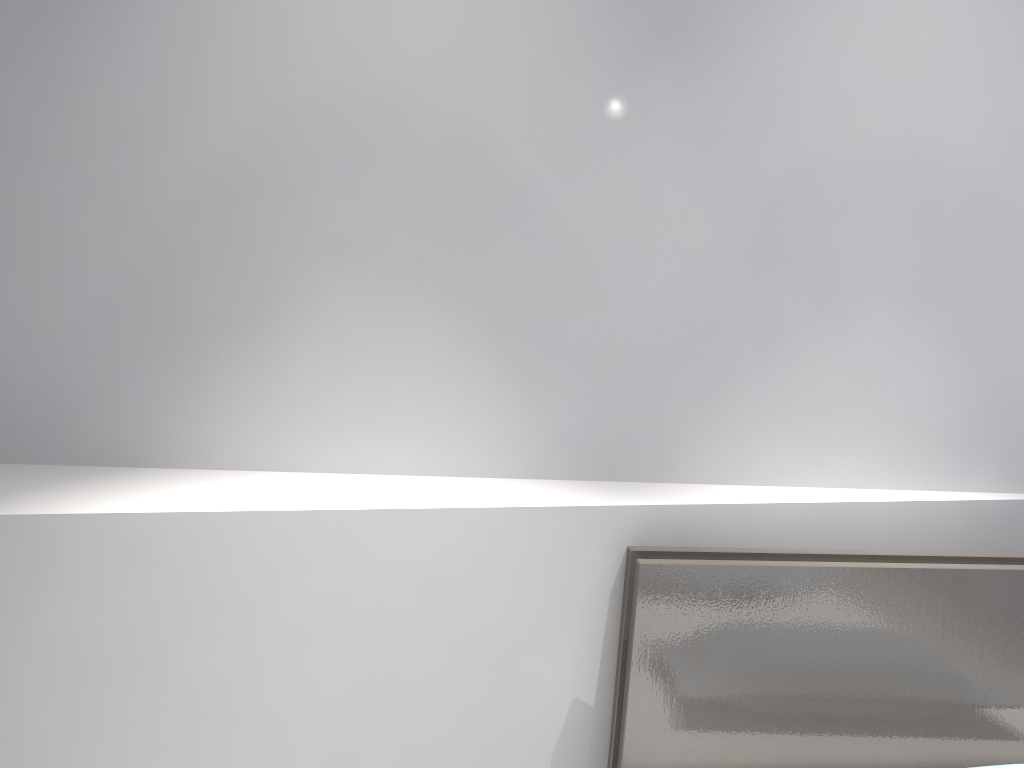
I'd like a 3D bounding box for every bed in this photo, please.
[{"bbox_3d":[0.816,0.918,0.636,1.411,0.752,2.319,3,11,-8],"label":"bed"}]

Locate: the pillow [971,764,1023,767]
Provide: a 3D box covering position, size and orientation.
[{"bbox_3d":[0.788,0.721,1.330,0.746,0.173,0.417,2,12,-13],"label":"pillow"}]
